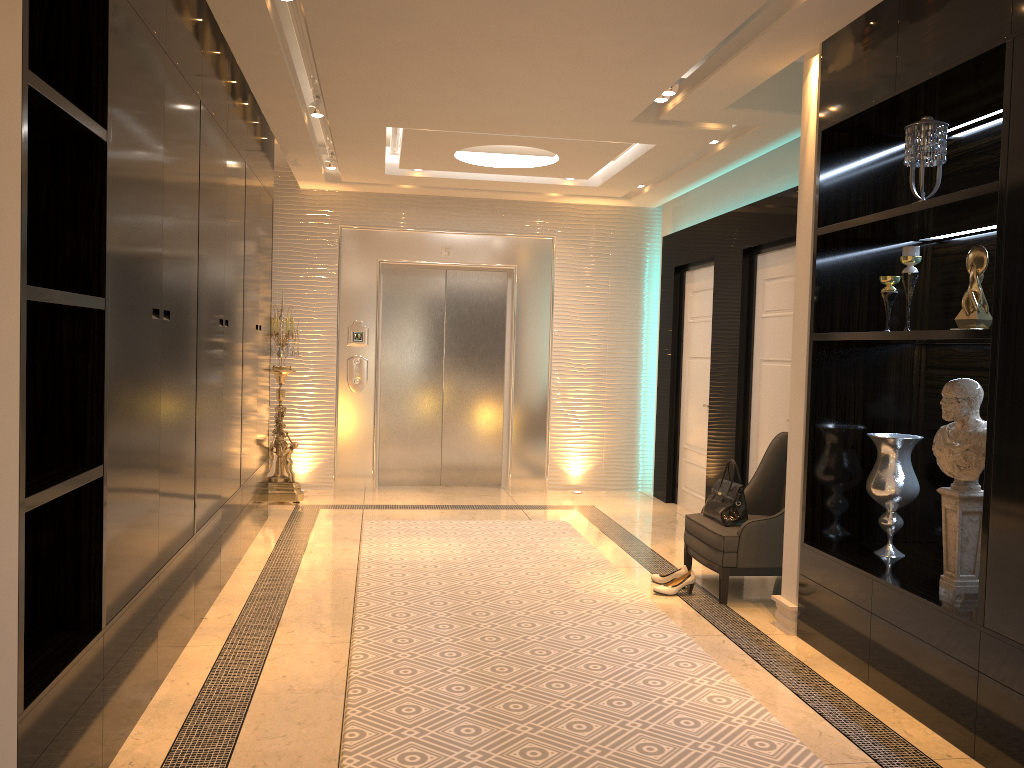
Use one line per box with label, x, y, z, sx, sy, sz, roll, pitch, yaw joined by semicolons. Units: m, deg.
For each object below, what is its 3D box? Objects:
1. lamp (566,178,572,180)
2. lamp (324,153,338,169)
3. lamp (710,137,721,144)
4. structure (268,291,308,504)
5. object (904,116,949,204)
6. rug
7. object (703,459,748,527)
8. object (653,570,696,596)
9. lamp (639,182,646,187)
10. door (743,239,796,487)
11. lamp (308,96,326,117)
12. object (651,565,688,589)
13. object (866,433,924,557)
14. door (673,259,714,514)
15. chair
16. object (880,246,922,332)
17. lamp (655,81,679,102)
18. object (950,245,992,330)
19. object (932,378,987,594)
lamp;0.470;-1.702;7.097;0.107;0.127;0.107;2;2;10
lamp;-1.419;-1.752;6.968;0.107;0.127;0.107;0;3;-27
lamp;1.300;-1.623;5.742;0.107;0.127;0.107;0;3;-27
structure;-1.780;0.103;7.320;0.382;1.715;0.811;2;2;15
object;1.577;-0.845;3.388;0.155;0.347;0.155;0;3;-28
rug;0.032;1.127;4.117;1.526;0.015;5.025;1;2;-9
object;1.187;0.588;4.900;0.168;0.345;0.366;1;2;-9
object;0.876;1.067;4.766;0.235;0.135;0.084;1;2;-7
lamp;1.060;-1.694;7.343;0.107;0.127;0.107;0;3;-27
door;1.719;0.099;5.743;0.089;2.034;0.919;1;2;-8
lamp;-1.178;-1.681;5.367;0.107;0.127;0.107;2;2;10
object;0.885;1.059;4.959;0.235;0.135;0.084;4;3;39
object;1.662;0.486;3.876;0.221;0.522;0.221;2;2;-4
door;1.505;0.035;7.168;0.089;2.034;0.919;1;2;-8
chair;1.370;0.690;4.919;0.702;0.898;0.625;1;2;-7
object;1.600;-0.387;3.666;0.079;0.361;0.176;0;3;-28
lamp;0.821;-1.598;4.764;0.107;0.127;0.235;1;2;-9
object;1.700;-0.348;3.251;0.113;0.318;0.116;1;2;-9
object;1.694;0.376;3.303;0.221;0.794;0.308;2;2;19
